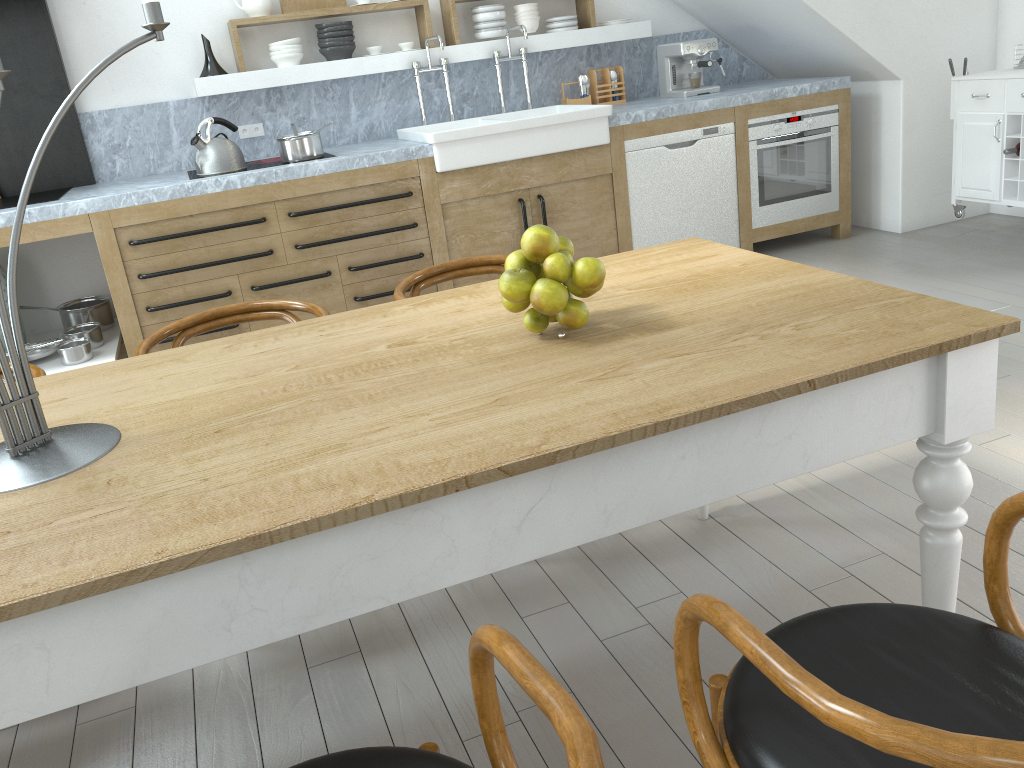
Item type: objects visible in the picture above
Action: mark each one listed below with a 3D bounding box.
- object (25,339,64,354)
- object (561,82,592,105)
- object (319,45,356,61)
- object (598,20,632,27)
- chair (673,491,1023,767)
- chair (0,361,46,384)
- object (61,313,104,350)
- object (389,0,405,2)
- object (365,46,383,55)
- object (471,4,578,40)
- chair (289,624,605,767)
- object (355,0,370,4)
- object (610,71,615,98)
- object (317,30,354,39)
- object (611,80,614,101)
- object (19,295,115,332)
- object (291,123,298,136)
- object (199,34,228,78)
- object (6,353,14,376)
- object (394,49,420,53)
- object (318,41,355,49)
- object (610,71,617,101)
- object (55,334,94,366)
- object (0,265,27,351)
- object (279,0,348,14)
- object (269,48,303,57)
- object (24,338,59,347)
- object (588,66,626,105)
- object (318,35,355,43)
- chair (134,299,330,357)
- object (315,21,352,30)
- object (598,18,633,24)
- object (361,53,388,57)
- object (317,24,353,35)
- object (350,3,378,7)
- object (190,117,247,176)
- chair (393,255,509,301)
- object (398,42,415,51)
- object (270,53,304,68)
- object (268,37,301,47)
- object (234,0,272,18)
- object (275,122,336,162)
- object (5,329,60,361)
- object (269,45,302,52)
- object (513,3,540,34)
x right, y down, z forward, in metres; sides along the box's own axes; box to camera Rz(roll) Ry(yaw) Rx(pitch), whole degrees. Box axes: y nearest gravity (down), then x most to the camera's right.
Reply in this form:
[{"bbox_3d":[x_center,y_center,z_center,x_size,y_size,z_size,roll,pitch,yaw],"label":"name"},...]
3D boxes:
[{"bbox_3d":[-2.323,-0.174,4.334,0.248,0.045,0.041,-15,20,-18],"label":"object"},{"bbox_3d":[0.395,-1.785,5.483,0.173,0.170,0.101,-13,20,-16],"label":"object"},{"bbox_3d":[-0.972,-1.850,4.966,0.206,0.071,0.207,-19,23,-29],"label":"object"},{"bbox_3d":[0.643,-2.232,5.502,0.214,0.025,0.214,-19,23,-29],"label":"object"},{"bbox_3d":[0.537,0.531,1.108,0.528,0.728,0.626,-13,20,-14],"label":"chair"},{"bbox_3d":[-1.354,0.379,2.216,0.528,0.728,0.625,-15,21,-20],"label":"chair"},{"bbox_3d":[-2.138,-0.259,4.490,0.182,0.132,0.311,-6,20,6],"label":"object"},{"bbox_3d":[-0.629,-2.171,5.033,0.164,0.012,0.165,-8,20,-1],"label":"object"},{"bbox_3d":[-0.783,-1.897,5.052,0.099,0.048,0.099,-15,21,-19],"label":"object"},{"bbox_3d":[0.082,-2.173,5.287,0.658,0.194,0.199,-14,20,-18],"label":"object"},{"bbox_3d":[-0.158,0.680,0.956,0.529,0.728,0.625,-16,21,-22],"label":"chair"},{"bbox_3d":[-0.831,-2.142,4.962,0.099,0.048,0.099,-15,21,-19],"label":"object"},{"bbox_3d":[0.637,-1.861,5.557,0.018,0.194,0.023,-11,19,-10],"label":"object"},{"bbox_3d":[-0.980,-1.921,4.943,0.206,0.071,0.207,-19,23,-29],"label":"object"},{"bbox_3d":[0.624,-1.854,5.570,0.020,0.177,0.044,-15,20,-19],"label":"object"},{"bbox_3d":[-2.378,-0.371,4.798,0.455,0.195,0.271,-2,20,15],"label":"object"},{"bbox_3d":[-1.110,-1.258,4.573,0.051,0.165,0.237,-15,21,-21],"label":"object"},{"bbox_3d":[-1.625,-1.765,4.757,0.157,0.216,0.156,-21,23,-34],"label":"object"},{"bbox_3d":[-2.371,-0.096,4.156,0.154,0.112,0.262,-18,22,-27],"label":"object"},{"bbox_3d":[-0.602,-1.920,5.116,0.164,0.012,0.165,-8,20,-1],"label":"object"},{"bbox_3d":[-0.976,-1.875,4.958,0.205,0.085,0.207,-1,21,18],"label":"object"},{"bbox_3d":[0.641,-1.854,5.528,0.040,0.190,0.042,4,22,30],"label":"object"},{"bbox_3d":[-2.097,-0.173,4.264,0.154,0.112,0.262,-14,21,-17],"label":"object"},{"bbox_3d":[-2.641,-0.398,4.509,0.231,0.494,0.233,0,20,22],"label":"object"},{"bbox_3d":[-1.099,-2.130,4.878,0.354,0.156,0.085,-14,20,-17],"label":"object"},{"bbox_3d":[-1.238,-1.801,4.877,0.181,0.065,0.183,-1,21,18],"label":"object"},{"bbox_3d":[-2.341,-0.193,4.404,0.170,0.035,0.061,-14,21,-17],"label":"object"},{"bbox_3d":[0.594,-1.864,5.550,0.200,0.221,0.104,-14,20,-17],"label":"object"},{"bbox_3d":[-0.975,-1.899,4.945,0.205,0.085,0.207,1,22,23],"label":"object"},{"bbox_3d":[-0.700,0.192,2.486,0.528,0.728,0.626,-13,20,-14],"label":"chair"},{"bbox_3d":[-0.987,-1.973,4.932,0.206,0.079,0.207,-13,21,-15],"label":"object"},{"bbox_3d":[0.641,-2.240,5.499,0.214,0.025,0.214,-19,23,-29],"label":"object"},{"bbox_3d":[-0.780,-1.875,5.059,0.164,0.012,0.165,-8,20,-1],"label":"object"},{"bbox_3d":[-0.981,-1.946,4.939,0.205,0.083,0.207,-4,20,9],"label":"object"},{"bbox_3d":[-0.828,-2.121,4.970,0.164,0.012,0.165,-8,20,-1],"label":"object"},{"bbox_3d":[-1.472,-1.190,4.408,0.246,0.265,0.248,-10,19,-8],"label":"object"},{"bbox_3d":[-0.025,0.025,2.691,0.528,0.728,0.625,-15,21,-20],"label":"chair"},{"bbox_3d":[-0.605,-1.942,5.109,0.099,0.048,0.099,-15,21,-19],"label":"object"},{"bbox_3d":[-1.235,-1.780,4.884,0.181,0.063,0.183,-6,20,4],"label":"object"},{"bbox_3d":[-1.241,-1.850,4.861,0.180,0.075,0.182,-1,21,18],"label":"object"},{"bbox_3d":[-1.384,-2.060,4.777,0.168,0.167,0.175,-21,23,-32],"label":"object"},{"bbox_3d":[-1.021,-1.243,4.575,0.396,0.169,0.233,-23,24,-36],"label":"object"},{"bbox_3d":[-2.425,-0.183,4.406,0.265,0.052,0.510,-24,26,-38],"label":"object"},{"bbox_3d":[-1.239,-1.823,4.870,0.181,0.068,0.183,-8,20,-1],"label":"object"},{"bbox_3d":[0.091,-2.169,5.265,0.158,0.158,0.155,-4,20,10],"label":"object"}]
